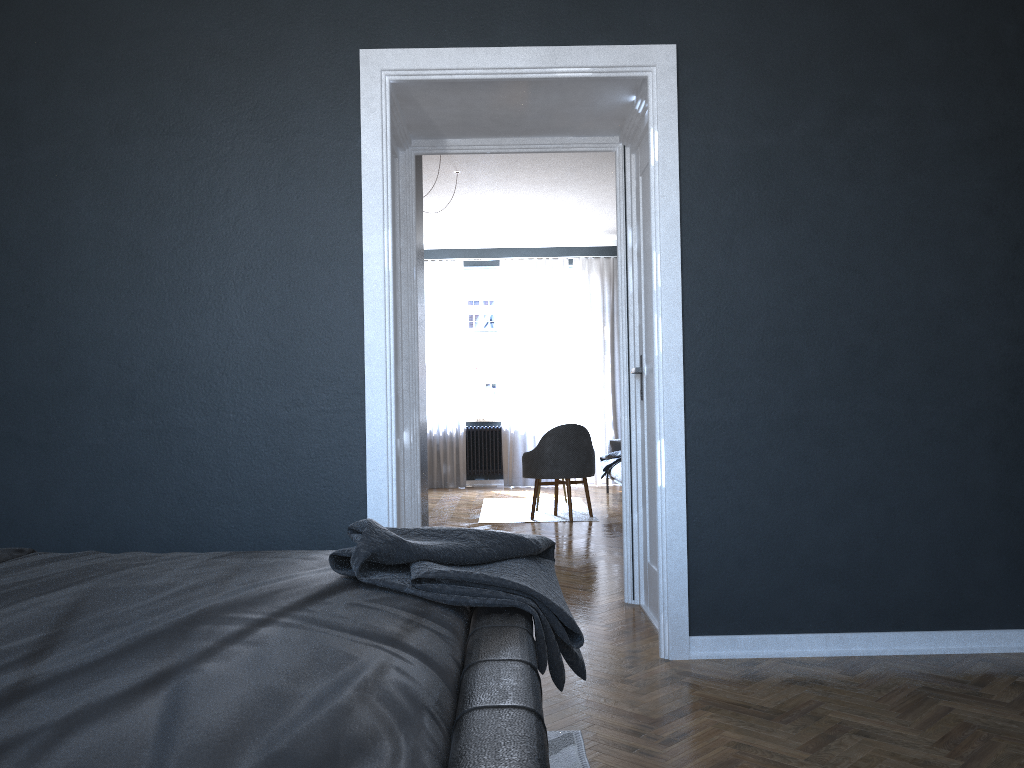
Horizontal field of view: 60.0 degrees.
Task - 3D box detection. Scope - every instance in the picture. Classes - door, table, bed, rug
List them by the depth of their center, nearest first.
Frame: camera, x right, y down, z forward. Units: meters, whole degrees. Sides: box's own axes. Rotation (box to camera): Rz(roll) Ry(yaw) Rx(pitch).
[{"bbox_3d":[-1.042,0.414,1.506,2.375,1.161,2.266,-1,-2,0],"label":"bed"},{"bbox_3d":[-0.518,0.985,1.535,1.458,0.013,2.046,-1,-2,0],"label":"rug"},{"bbox_3d":[-0.557,-0.042,3.785,0.162,2.186,0.857,-1,-1,0],"label":"door"},{"bbox_3d":[0.627,-0.064,3.795,0.162,2.186,0.857,-1,-1,0],"label":"door"},{"bbox_3d":[0.214,1.175,8.331,1.003,0.013,2.012,-1,-2,0],"label":"rug"},{"bbox_3d":[0.379,0.903,8.471,0.339,0.550,0.788,-1,-1,0],"label":"table"}]

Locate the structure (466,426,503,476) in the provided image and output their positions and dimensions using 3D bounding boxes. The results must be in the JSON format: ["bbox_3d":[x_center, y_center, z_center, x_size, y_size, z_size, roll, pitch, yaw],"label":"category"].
[{"bbox_3d":[-0.890,0.827,10.903,1.846,0.600,0.216,-1,-1,0],"label":"structure"}]

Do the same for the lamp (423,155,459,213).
[{"bbox_3d":[-1.083,-1.035,7.708,1.591,1.574,0.583,-2,-1,31],"label":"lamp"}]

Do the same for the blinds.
[{"bbox_3d":[-0.214,-0.142,10.860,3.992,2.788,0.312,-1,-1,0],"label":"blinds"}]

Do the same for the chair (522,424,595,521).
[{"bbox_3d":[0.441,0.740,7.542,0.645,0.811,0.495,-1,-1,-22],"label":"chair"}]

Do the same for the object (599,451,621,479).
[{"bbox_3d":[1.166,0.810,9.265,0.490,0.329,0.666,-1,-2,4],"label":"object"}]

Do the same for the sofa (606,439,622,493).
[{"bbox_3d":[1.476,0.763,8.691,0.970,0.798,2.341,-1,-2,-1],"label":"sofa"}]

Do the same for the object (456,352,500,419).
[{"bbox_3d":[-0.461,0.022,10.945,0.514,0.809,0.599,-1,-1,-26],"label":"object"}]
